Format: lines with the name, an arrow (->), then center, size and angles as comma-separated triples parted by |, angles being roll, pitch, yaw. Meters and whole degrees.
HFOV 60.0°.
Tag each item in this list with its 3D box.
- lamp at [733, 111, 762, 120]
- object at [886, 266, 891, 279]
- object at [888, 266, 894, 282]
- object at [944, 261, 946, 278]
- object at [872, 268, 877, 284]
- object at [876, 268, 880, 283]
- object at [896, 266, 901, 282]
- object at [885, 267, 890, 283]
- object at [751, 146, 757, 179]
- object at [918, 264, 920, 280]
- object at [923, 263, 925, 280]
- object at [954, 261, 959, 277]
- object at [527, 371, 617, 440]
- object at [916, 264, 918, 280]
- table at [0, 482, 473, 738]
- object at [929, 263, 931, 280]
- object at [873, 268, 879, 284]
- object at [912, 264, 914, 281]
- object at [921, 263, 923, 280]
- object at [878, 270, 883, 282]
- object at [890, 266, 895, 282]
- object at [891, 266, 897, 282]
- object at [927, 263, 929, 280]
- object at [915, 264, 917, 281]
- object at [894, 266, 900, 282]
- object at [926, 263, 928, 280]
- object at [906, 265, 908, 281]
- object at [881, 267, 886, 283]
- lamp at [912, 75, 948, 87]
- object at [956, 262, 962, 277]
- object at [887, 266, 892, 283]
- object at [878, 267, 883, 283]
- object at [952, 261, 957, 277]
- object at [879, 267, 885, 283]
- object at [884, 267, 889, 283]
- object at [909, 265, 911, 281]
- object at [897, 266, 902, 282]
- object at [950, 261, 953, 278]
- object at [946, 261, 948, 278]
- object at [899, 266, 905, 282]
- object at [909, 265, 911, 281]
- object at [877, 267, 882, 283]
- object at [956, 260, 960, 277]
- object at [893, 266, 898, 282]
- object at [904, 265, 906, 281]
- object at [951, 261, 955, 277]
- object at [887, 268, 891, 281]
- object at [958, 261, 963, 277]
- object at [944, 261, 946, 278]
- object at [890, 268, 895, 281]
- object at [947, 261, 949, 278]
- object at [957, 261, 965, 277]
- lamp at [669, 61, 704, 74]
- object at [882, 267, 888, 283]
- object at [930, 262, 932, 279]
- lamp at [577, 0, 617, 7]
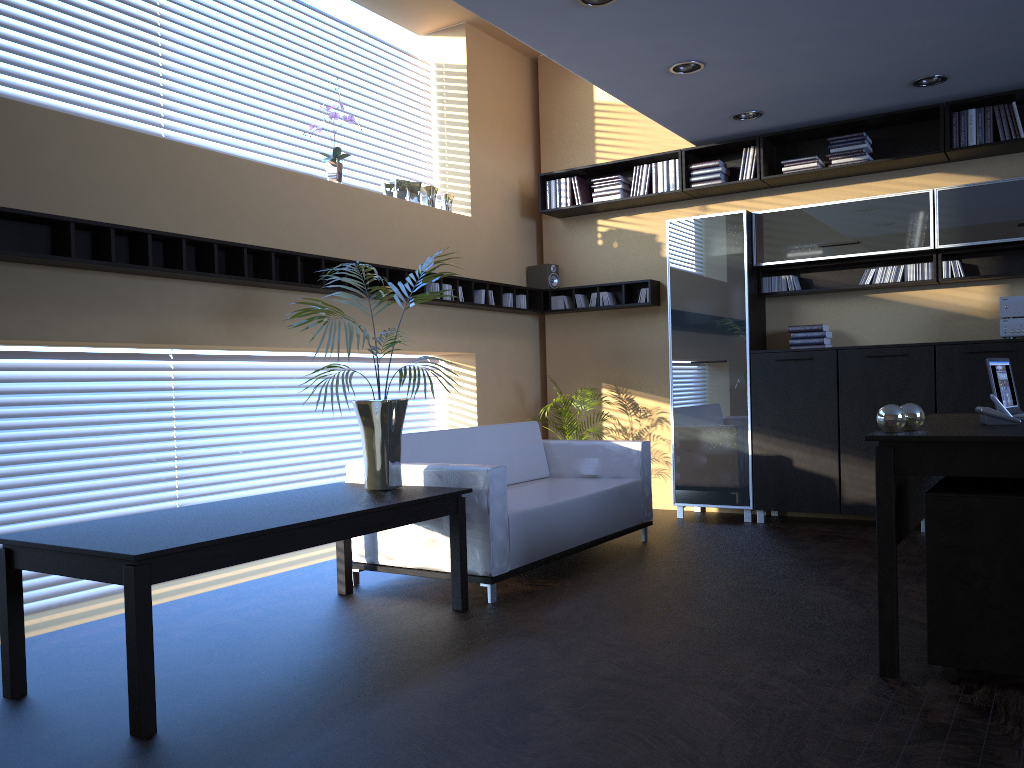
lamp -> 1.708, -1.992, 6.432 | 0.208, 0.096, 0.209 | -2, 0, -40
object -> 2.791, -0.802, 6.552 | 0.040, 0.118, 0.142 | -1, 1, 32
object -> 2.805, -0.802, 6.535 | 0.040, 0.118, 0.142 | -1, 1, 32
object -> 3.109, -0.811, 6.349 | 0.009, 0.120, 0.142 | -1, 1, 32
object -> 2.712, -0.799, 6.597 | 0.040, 0.118, 0.142 | -1, 1, 32
object -> 2.732, -0.800, 6.589 | 0.036, 0.116, 0.140 | -1, 1, 32
object -> 2.850, -0.803, 6.514 | 0.040, 0.118, 0.142 | -1, 1, 32
object -> 2.788, -0.801, 6.547 | 0.036, 0.116, 0.140 | -1, 1, 32
object -> 1.933, -1.716, 6.962 | 0.075, 0.260, 0.207 | -1, 1, 32
object -> 2.969, -0.807, 6.445 | 0.009, 0.120, 0.142 | -1, 1, 32
object -> 2.994, -0.808, 6.427 | 0.009, 0.120, 0.142 | -1, 1, 32
object -> 3.170, -0.813, 6.311 | 0.030, 0.120, 0.142 | -1, 1, 32
object -> 0.552, 0.498, 7.593 | 0.840, 1.241, 0.689 | -2, 1, -24
object -> 2.955, -0.807, 6.441 | 0.009, 0.120, 0.142 | -1, 1, 32
table -> -1.072, 0.848, 3.882 | 0.898, 0.603, 1.893 | -1, 0, 32
object -> 3.027, -0.809, 6.404 | 0.009, 0.120, 0.142 | -1, 1, 32
object -> 2.721, -0.799, 6.591 | 0.040, 0.118, 0.142 | -1, 1, 32
object -> 2.929, -0.806, 6.457 | 0.009, 0.120, 0.142 | -1, 1, 32
object -> 2.982, -0.808, 6.428 | 0.009, 0.120, 0.142 | -1, 1, 32
object -> 2.749, -0.800, 6.580 | 0.040, 0.118, 0.142 | -1, 1, 32
object -> 2.814, -0.802, 6.531 | 0.036, 0.116, 0.140 | -1, 1, 32
object -> 2.827, -0.803, 6.533 | 0.040, 0.118, 0.142 | -1, 1, 32
object -> 3.016, -0.809, 6.405 | 0.009, 0.120, 0.142 | -1, 1, 32
object -> 2.950, -0.807, 6.452 | 0.009, 0.120, 0.142 | -1, 1, 32
object -> 2.843, -0.803, 6.520 | 0.040, 0.118, 0.142 | -1, 1, 32
object -> 3.007, -0.808, 6.410 | 0.009, 0.120, 0.142 | -1, 1, 32
object -> 2.896, -0.805, 6.480 | 0.009, 0.120, 0.142 | -1, 1, 32
object -> 2.766, -0.801, 6.568 | 0.036, 0.116, 0.140 | -1, 1, 32
lamp -> 2.728, -2.023, 5.790 | 0.209, 0.096, 0.208 | -2, 0, 26
object -> 3.181, -0.813, 6.308 | 0.030, 0.120, 0.142 | -1, 1, 32
object -> 2.798, -0.802, 6.544 | 0.036, 0.116, 0.140 | -1, 1, 32
object -> 2.748, -0.800, 6.578 | 0.036, 0.116, 0.140 | -1, 1, 32
object -> 3.161, -0.813, 6.316 | 0.030, 0.120, 0.142 | -1, 1, 32
object -> 2.754, -0.800, 6.569 | 0.040, 0.118, 0.142 | -1, 1, 32
object -> 2.783, -0.801, 6.558 | 0.040, 0.118, 0.142 | -1, 1, 32
object -> 2.917, -0.806, 6.474 | 0.006, 0.118, 0.140 | -1, 1, 32
object -> 2.857, -0.804, 6.505 | 0.036, 0.116, 0.140 | -1, 1, 32
object -> 3.135, -0.812, 6.333 | 0.009, 0.120, 0.142 | -1, 1, 32
object -> 3.115, -0.812, 6.340 | 0.009, 0.120, 0.142 | -1, 1, 32
object -> 2.867, -0.804, 6.502 | 0.040, 0.118, 0.142 | -1, 1, 32
object -> 2.918, -0.806, 6.478 | 0.009, 0.120, 0.142 | -1, 1, 32
object -> 2.738, -0.800, 6.581 | 0.036, 0.116, 0.140 | -1, 1, 32
object -> 3.179, -0.813, 6.306 | 0.026, 0.117, 0.140 | -1, 1, 32
object -> 2.832, -0.803, 6.522 | 0.040, 0.118, 0.142 | -1, 1, 32
object -> 2.889, -0.805, 6.487 | 0.009, 0.120, 0.142 | -1, 1, 32
object -> 3.154, -0.812, 6.323 | 0.026, 0.117, 0.140 | -1, 1, 32
object -> 2.799, -0.802, 6.546 | 0.040, 0.118, 0.142 | -1, 1, 32
object -> 3.193, -0.813, 6.298 | 0.036, 0.116, 0.140 | -1, 1, 32
object -> 3.108, -0.811, 6.346 | 0.006, 0.118, 0.140 | -1, 1, 32
object -> 2.816, -0.802, 6.535 | 0.040, 0.118, 0.142 | -1, 1, 32
object -> 3.127, -0.812, 6.339 | 0.009, 0.120, 0.142 | -1, 1, 32
object -> 3.193, -0.813, 6.300 | 0.040, 0.118, 0.142 | -1, 1, 32
lamp -> 1.066, -1.976, 5.411 | 0.209, 0.096, 0.208 | -2, 0, 14
object -> 2.773, -0.801, 6.561 | 0.040, 0.118, 0.142 | -1, 1, 32
object -> 3.031, -0.809, 6.392 | 0.009, 0.120, 0.142 | -1, 1, 32
lamp -> 0.424, -1.959, 4.390 | 0.209, 0.096, 0.208 | -2, 0, 2
